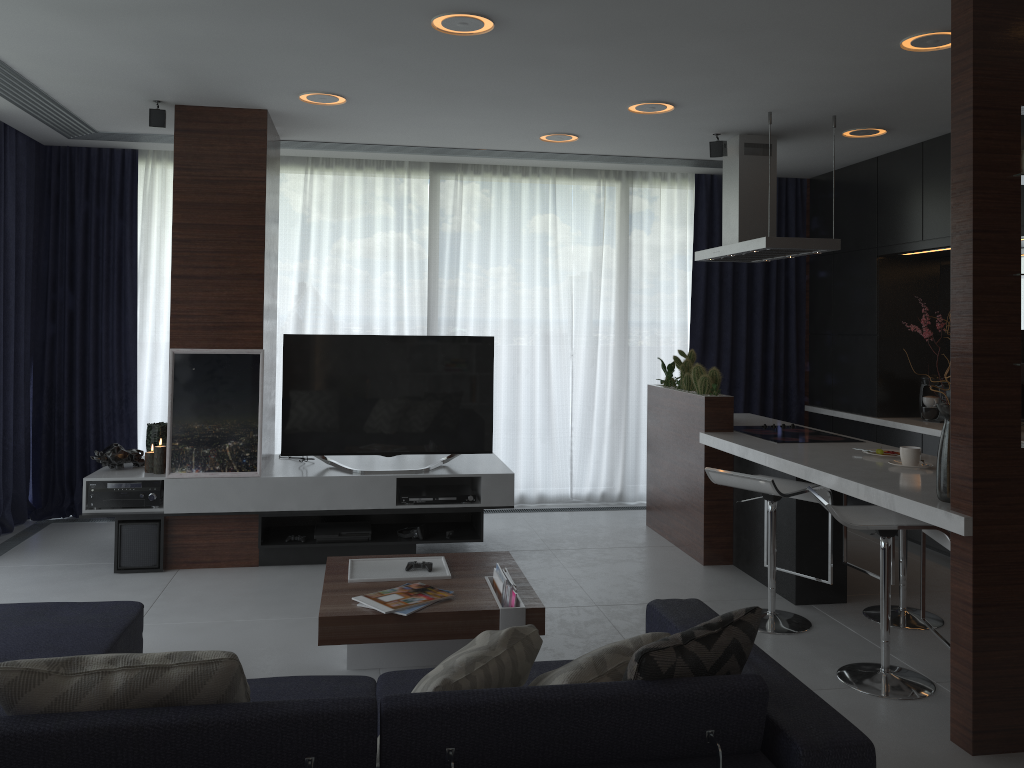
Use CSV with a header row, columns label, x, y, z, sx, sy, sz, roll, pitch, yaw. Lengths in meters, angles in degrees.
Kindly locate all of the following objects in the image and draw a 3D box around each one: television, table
label,x,y,z,sx,sy,sz,roll,pitch,yaw
television,-0.722,0.105,5.212,1.230,0.787,0.297,0,-1,-10
table,-0.343,0.942,3.506,0.800,0.352,0.807,0,3,-10

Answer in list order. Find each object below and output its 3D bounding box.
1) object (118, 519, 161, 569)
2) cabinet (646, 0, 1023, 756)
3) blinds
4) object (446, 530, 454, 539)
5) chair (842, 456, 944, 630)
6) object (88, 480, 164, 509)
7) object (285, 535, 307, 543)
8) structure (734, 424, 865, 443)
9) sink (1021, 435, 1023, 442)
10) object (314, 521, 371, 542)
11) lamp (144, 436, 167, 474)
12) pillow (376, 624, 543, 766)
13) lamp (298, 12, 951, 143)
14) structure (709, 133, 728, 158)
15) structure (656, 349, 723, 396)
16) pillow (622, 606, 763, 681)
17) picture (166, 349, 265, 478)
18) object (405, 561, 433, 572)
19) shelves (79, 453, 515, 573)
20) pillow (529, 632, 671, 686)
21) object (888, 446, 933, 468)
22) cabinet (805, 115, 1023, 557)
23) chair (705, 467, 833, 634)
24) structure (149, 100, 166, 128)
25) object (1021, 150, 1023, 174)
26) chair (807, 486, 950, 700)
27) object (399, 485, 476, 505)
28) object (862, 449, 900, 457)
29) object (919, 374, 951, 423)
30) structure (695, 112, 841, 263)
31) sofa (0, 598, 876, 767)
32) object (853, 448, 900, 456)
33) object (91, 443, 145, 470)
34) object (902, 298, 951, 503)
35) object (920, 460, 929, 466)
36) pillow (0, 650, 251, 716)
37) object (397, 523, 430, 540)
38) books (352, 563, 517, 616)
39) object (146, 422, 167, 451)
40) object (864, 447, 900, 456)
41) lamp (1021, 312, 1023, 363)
label,x,y,z,sx,sy,sz,roll,pitch,yaw
object,-2.028,0.863,4.871,0.213,0.251,0.254,1,1,-10
cabinet,1.569,-0.198,4.523,0.786,2.551,3.339,1,2,-10
blinds,-0.127,-0.245,3.233,5.797,2.773,7.147,0,3,-6
object,-0.356,0.865,5.072,0.044,0.043,0.043,1,1,-9
chair,1.886,0.732,4.184,0.463,0.741,0.396,1,0,-14
object,-2.134,0.594,4.963,0.369,0.150,0.369,0,3,-10
object,-1.208,0.865,4.954,0.112,0.036,0.071,1,3,3
structure,1.566,0.293,5.021,0.504,0.057,0.765,0,4,-10
sink,3.042,0.291,4.666,0.503,0.492,0.854,1,2,-10
object,-0.970,0.844,5.081,0.314,0.067,0.314,0,4,-10
lamp,-2.000,0.393,4.962,0.153,0.211,0.077,1,0,39
pillow,-0.138,0.746,2.037,0.280,0.351,0.418,1,2,33
lamp,2.819,-1.382,3.912,9.581,0.084,5.354,-1,4,-23
structure,1.277,-1.469,5.466,0.084,0.142,0.114,1,1,30
structure,1.100,-0.083,5.586,0.222,0.286,1.002,1,3,-7
pillow,0.375,0.724,2.051,0.415,0.386,0.221,0,1,-39
picture,-1.627,0.158,4.853,0.500,0.701,0.053,1,-1,-10
object,-0.380,0.747,3.635,0.112,0.036,0.071,1,3,3
shelves,-1.219,0.735,5.322,2.348,0.499,0.874,0,3,-10
pillow,0.137,0.753,2.111,0.330,0.294,0.416,2,2,42
object,1.742,0.320,3.860,0.182,0.086,0.182,-1,3,-33
cabinet,2.942,-0.232,5.285,0.705,2.553,3.483,1,2,-10
chair,1.178,0.745,4.094,0.463,0.709,0.396,1,0,-37
structure,-1.939,-1.468,4.835,0.084,0.142,0.114,1,1,-20
object,1.773,-0.728,2.939,0.218,0.086,0.088,-1,2,-27
chair,1.419,0.791,3.442,0.464,0.709,0.396,1,0,8
object,-0.446,0.649,5.186,0.430,0.053,0.336,0,4,-10
object,1.790,0.334,4.191,0.238,0.019,0.239,-2,5,-37
object,2.821,0.092,5.820,0.269,0.312,0.215,0,0,-25
structure,1.523,-1.158,5.393,0.446,0.760,1.045,1,2,-10
sofa,-0.815,0.874,2.524,2.871,0.608,1.902,0,3,-10
object,1.741,0.322,4.204,0.026,0.008,0.249,-2,5,-41
object,-2.256,0.413,5.069,0.137,0.150,0.311,1,3,38
object,1.517,0.040,3.138,0.387,0.735,0.198,1,-1,-28
object,1.799,0.349,3.867,0.036,0.012,0.166,2,4,15
pillow,-0.800,0.719,1.862,0.495,0.388,0.343,0,1,-10
object,-0.575,0.844,5.095,0.184,0.079,0.117,2,2,20
books,3.006,0.786,5.230,8.234,0.373,0.405,-1,2,-31
object,-2.155,0.353,5.420,0.168,0.229,0.168,0,1,-33
object,2.372,0.196,4.795,1.878,0.222,0.140,-3,3,-45
lamp,1.758,-0.175,2.951,0.153,0.210,0.077,1,-1,2
